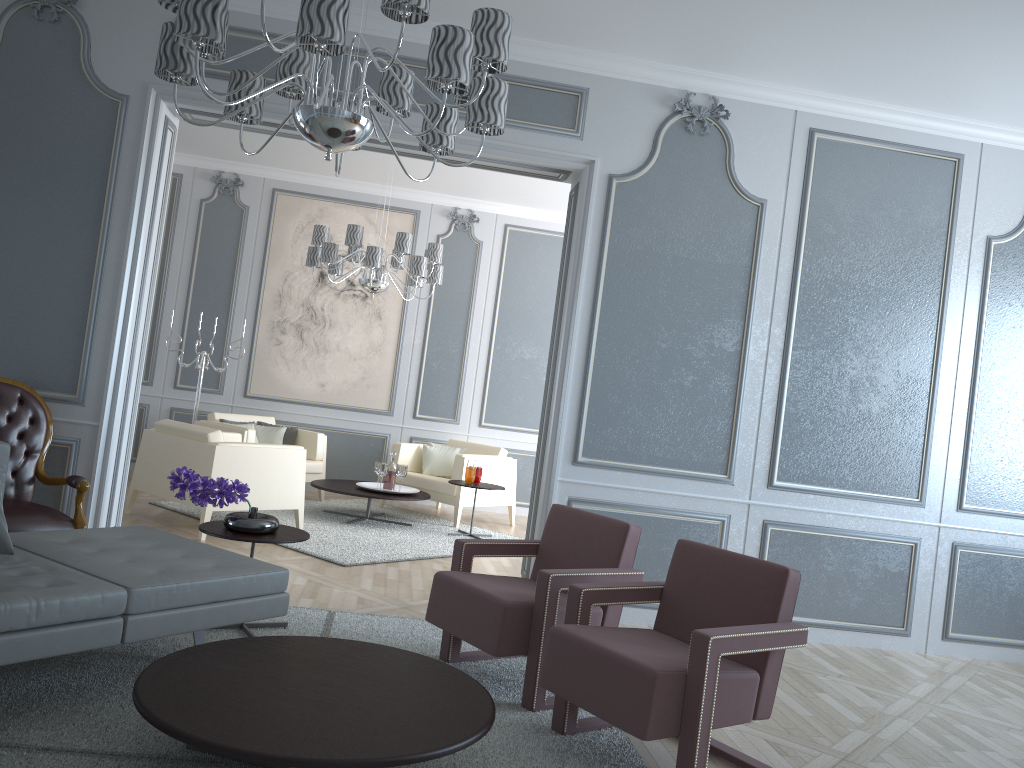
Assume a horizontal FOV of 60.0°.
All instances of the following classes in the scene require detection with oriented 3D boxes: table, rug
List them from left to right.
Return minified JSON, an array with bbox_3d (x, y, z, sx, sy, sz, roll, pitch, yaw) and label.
[{"bbox_3d":[-1.010,0.751,3.399,0.414,0.385,0.414,8,-2,-19],"label":"table"},{"bbox_3d":[-0.579,0.984,2.258,2.017,0.010,3.203,8,-1,-7],"label":"rug"},{"bbox_3d":[-0.493,0.879,2.227,0.882,0.239,0.881,7,-1,10],"label":"table"},{"bbox_3d":[-1.087,0.993,6.228,2.002,0.010,1.997,7,-1,38],"label":"rug"},{"bbox_3d":[-1.052,0.887,6.534,0.882,0.239,0.882,8,-1,-10],"label":"table"},{"bbox_3d":[-0.276,0.911,6.362,0.414,0.385,0.413,6,-2,40],"label":"table"}]

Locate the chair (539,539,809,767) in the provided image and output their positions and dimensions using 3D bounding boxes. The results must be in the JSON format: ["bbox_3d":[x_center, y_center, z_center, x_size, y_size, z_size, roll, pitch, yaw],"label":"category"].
[{"bbox_3d":[0.464,0.811,2.659,0.605,0.621,0.576,9,-2,-37],"label":"chair"}]

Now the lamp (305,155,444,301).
[{"bbox_3d":[-0.956,-1.185,6.498,0.975,1.120,0.976,8,-2,-19],"label":"lamp"}]

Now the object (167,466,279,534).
[{"bbox_3d":[-1.074,0.436,3.338,0.424,0.221,0.206,8,-2,-37],"label":"object"}]

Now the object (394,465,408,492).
[{"bbox_3d":[-0.811,0.695,6.472,0.080,0.196,0.080,8,-2,-24],"label":"object"}]

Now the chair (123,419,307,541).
[{"bbox_3d":[-1.832,0.576,5.582,0.856,0.621,0.736,6,-2,38],"label":"chair"}]

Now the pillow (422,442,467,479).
[{"bbox_3d":[-0.554,0.642,7.369,0.351,0.276,0.184,7,-2,-1],"label":"pillow"}]

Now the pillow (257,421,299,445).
[{"bbox_3d":[-1.942,0.459,7.194,0.351,0.276,0.184,7,-2,9],"label":"pillow"}]

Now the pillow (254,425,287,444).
[{"bbox_3d":[-1.987,0.451,7.119,0.312,0.245,0.163,7,-2,-3],"label":"pillow"}]

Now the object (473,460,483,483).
[{"bbox_3d":[-0.253,0.638,6.451,0.075,0.166,0.075,6,-3,42],"label":"object"}]

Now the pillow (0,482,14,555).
[{"bbox_3d":[-1.654,0.333,2.513,0.253,0.354,0.421,6,-2,30],"label":"pillow"}]

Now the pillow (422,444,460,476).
[{"bbox_3d":[-0.585,0.636,7.286,0.311,0.245,0.163,8,-2,-13],"label":"pillow"}]

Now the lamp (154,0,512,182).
[{"bbox_3d":[-0.461,-1.194,2.560,0.975,1.120,0.976,8,-2,-19],"label":"lamp"}]

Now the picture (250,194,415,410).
[{"bbox_3d":[-1.568,-0.711,7.783,1.199,1.752,0.001,8,-2,-7],"label":"picture"}]

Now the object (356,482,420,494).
[{"bbox_3d":[-0.910,0.770,6.497,0.468,0.028,0.468,7,-1,6],"label":"object"}]

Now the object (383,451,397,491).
[{"bbox_3d":[-0.889,0.638,6.513,0.086,0.290,0.086,7,-2,14],"label":"object"}]

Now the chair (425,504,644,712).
[{"bbox_3d":[0.068,0.771,3.237,0.605,0.621,0.576,9,-2,-37],"label":"chair"}]

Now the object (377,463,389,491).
[{"bbox_3d":[-0.944,0.677,6.434,0.080,0.196,0.080,8,-2,-4],"label":"object"}]

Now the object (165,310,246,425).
[{"bbox_3d":[-2.532,0.128,7.136,0.447,1.387,0.446,6,-2,38],"label":"object"}]

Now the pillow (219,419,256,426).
[{"bbox_3d":[-2.156,0.428,7.024,0.184,0.276,0.350,6,-2,39],"label":"pillow"}]

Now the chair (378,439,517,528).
[{"bbox_3d":[-0.497,0.780,7.230,0.856,0.621,0.736,6,-2,38],"label":"chair"}]

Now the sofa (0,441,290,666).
[{"bbox_3d":[-1.651,0.503,2.225,0.811,0.668,2.201,6,-1,33],"label":"sofa"}]

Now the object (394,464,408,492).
[{"bbox_3d":[-0.822,0.695,6.555,0.080,0.196,0.080,8,-2,-24],"label":"object"}]

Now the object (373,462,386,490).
[{"bbox_3d":[-0.979,0.674,6.526,0.080,0.196,0.080,8,-2,-24],"label":"object"}]

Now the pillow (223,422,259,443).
[{"bbox_3d":[-2.113,0.432,6.947,0.163,0.245,0.311,6,-2,27],"label":"pillow"}]

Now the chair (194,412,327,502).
[{"bbox_3d":[-2.015,0.579,7.043,0.738,0.621,0.854,6,-2,38],"label":"chair"}]

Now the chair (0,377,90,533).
[{"bbox_3d":[-2.096,0.397,3.624,0.575,0.829,0.572,6,-2,43],"label":"chair"}]

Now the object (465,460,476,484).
[{"bbox_3d":[-0.298,0.631,6.377,0.075,0.166,0.075,8,-2,-18],"label":"object"}]
